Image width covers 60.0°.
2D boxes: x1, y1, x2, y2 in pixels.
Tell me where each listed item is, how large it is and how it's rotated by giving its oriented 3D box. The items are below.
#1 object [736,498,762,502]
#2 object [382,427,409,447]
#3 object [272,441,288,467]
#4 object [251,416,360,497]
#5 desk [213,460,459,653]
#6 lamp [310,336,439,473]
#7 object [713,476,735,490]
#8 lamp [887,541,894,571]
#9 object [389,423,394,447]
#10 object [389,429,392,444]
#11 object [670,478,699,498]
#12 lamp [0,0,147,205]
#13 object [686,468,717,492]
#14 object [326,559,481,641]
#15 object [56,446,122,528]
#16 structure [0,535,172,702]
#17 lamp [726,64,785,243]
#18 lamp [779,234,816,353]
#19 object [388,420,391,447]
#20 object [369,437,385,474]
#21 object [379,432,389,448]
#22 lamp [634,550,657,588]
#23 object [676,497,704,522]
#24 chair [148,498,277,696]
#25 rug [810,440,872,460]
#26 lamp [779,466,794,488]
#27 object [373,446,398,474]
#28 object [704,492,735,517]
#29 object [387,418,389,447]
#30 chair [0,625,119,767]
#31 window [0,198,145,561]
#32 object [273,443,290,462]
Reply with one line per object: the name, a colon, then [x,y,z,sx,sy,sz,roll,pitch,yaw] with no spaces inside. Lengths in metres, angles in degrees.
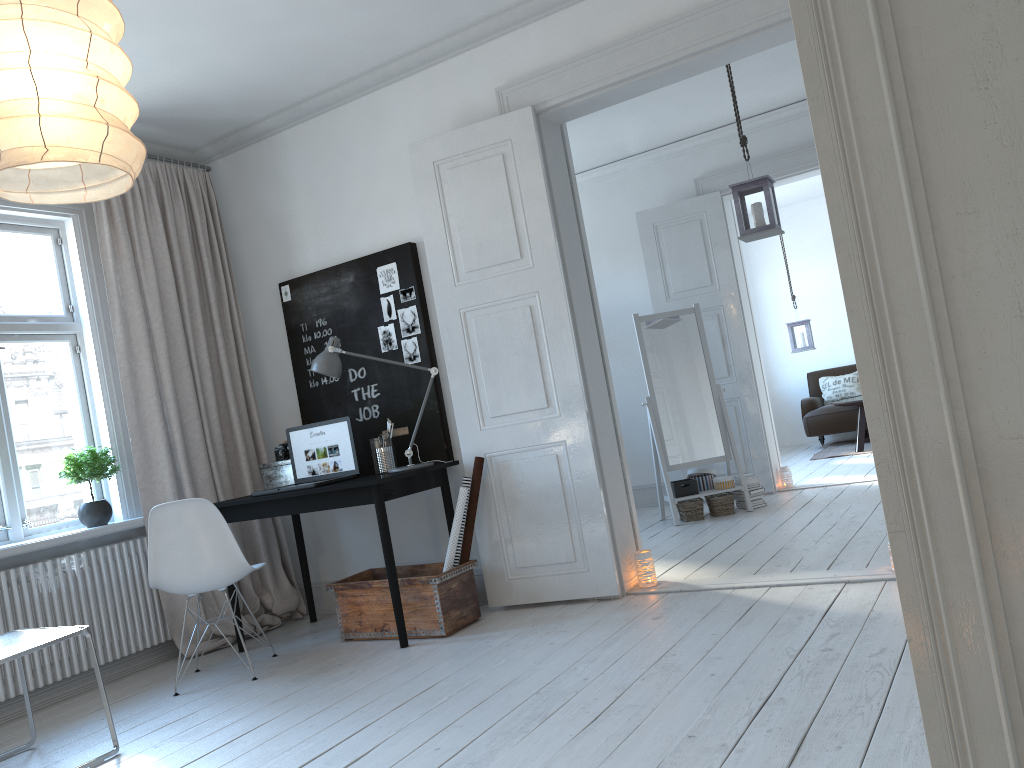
object: [1.676,0.814,6.279,0.111,0.014,0.157,-9,-2,-17]
object: [-0.583,0.332,4.524,0.138,0.208,0.034,-10,-1,10]
object: [-1.266,0.380,4.810,0.056,0.130,0.167,-11,-2,28]
object: [-1.052,0.362,4.416,0.446,0.315,0.325,-11,-2,30]
desk: [-0.855,0.871,4.444,1.161,0.758,0.650,-11,-2,30]
lamp: [-0.652,0.087,4.404,0.617,0.715,0.230,-10,-1,1]
object: [1.475,0.688,6.168,0.142,0.074,0.142,-11,-2,14]
lamp: [1.618,0.687,3.694,0.093,0.179,0.093,-10,-1,13]
object: [-0.617,0.322,4.481,0.084,0.240,0.009,-10,-1,7]
object: [-0.623,0.333,4.491,0.082,0.221,0.009,-9,-1,-31]
object: [1.192,0.725,6.177,0.165,0.103,0.155,-10,-2,-5]
lamp: [-1.076,-1.038,1.952,0.340,1.230,0.339,-9,-1,-29]
object: [1.356,0.674,6.345,0.207,0.158,0.240,-11,-2,38]
object: [-0.509,1.044,4.261,0.665,0.282,0.339,-11,-2,30]
object: [-2.093,0.505,4.398,0.309,0.407,0.272,-10,-1,-10]
structure: [-2.152,1.090,4.108,0.195,0.547,1.504,-11,-2,30]
lamp: [1.305,-1.730,5.198,0.229,1.761,0.228,-11,-1,27]
lamp: [2.894,-1.208,9.282,0.229,1.761,0.228,-11,-1,27]
object: [-0.624,0.311,4.501,0.062,0.264,0.012,-10,-1,-18]
object: [-0.687,0.373,4.607,0.079,0.188,0.079,-10,-1,9]
object: [-0.652,0.348,4.515,0.050,0.198,0.081,-9,-1,-35]
lamp: [0.641,0.886,4.256,0.089,0.166,0.089,-11,-1,22]
object: [1.249,0.880,6.208,0.185,0.140,0.295,-10,-2,2]
chair: [-1.363,0.911,4.001,0.474,0.824,0.554,-10,-1,-5]
rug: [3.938,0.540,8.824,1.713,0.055,1.454,-11,-2,30]
lamp: [2.128,0.721,6.883,0.089,0.166,0.089,-11,-2,29]
object: [-0.641,0.386,4.500,0.108,0.128,0.108,-9,-2,-45]
object: [1.460,0.843,6.208,0.185,0.140,0.295,-10,-2,2]
object: [-0.629,0.309,4.503,0.060,0.267,0.008,-9,-2,-43]
chair: [-1.799,0.966,3.042,0.563,0.797,0.524,-11,-2,30]
window: [-18.971,0.960,1.780,26.584,15.015,25.616,-11,-2,30]
object: [-1.219,0.362,4.704,0.137,0.087,0.073,-11,-2,30]
